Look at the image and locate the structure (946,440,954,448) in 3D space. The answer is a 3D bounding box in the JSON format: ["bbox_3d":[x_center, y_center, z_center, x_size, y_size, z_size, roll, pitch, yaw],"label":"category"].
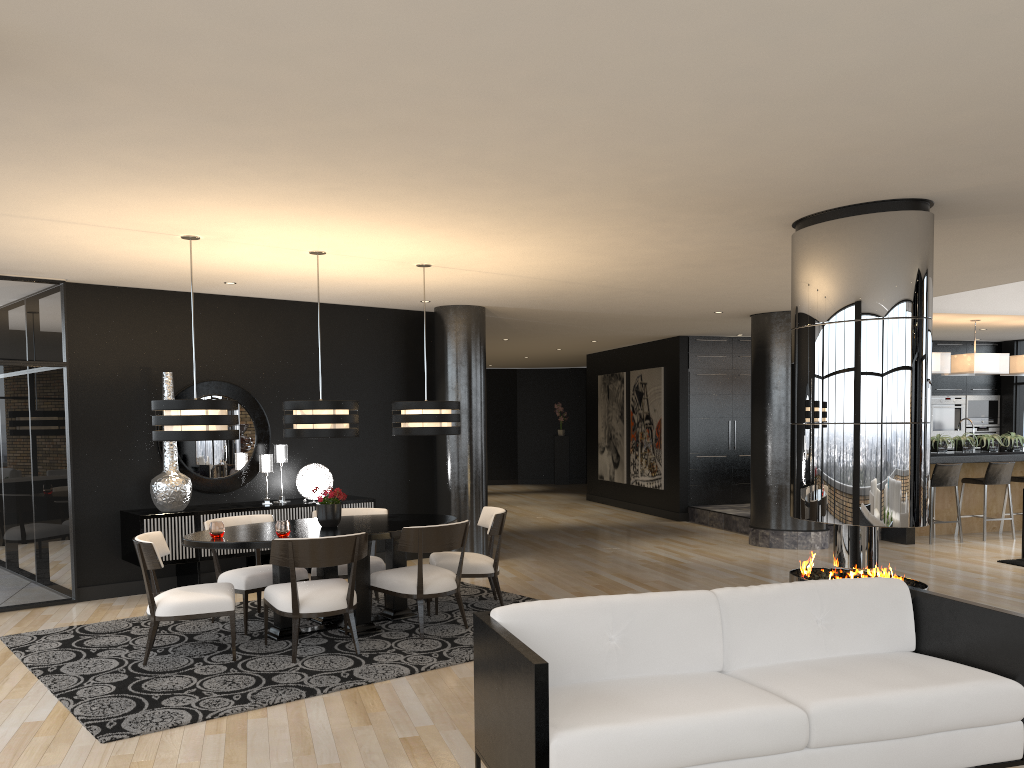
[{"bbox_3d":[7.071,1.267,14.371,0.701,0.709,0.085,-1,3,-16],"label":"structure"}]

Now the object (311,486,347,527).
[{"bbox_3d":[-1.321,0.887,6.412,0.237,0.299,0.228,-1,1,-37],"label":"object"}]

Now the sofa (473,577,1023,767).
[{"bbox_3d":[0.938,1.260,3.499,2.031,0.806,0.837,0,0,-16],"label":"sofa"}]

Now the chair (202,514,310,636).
[{"bbox_3d":[-1.949,1.420,6.672,0.616,0.808,0.641,0,1,37],"label":"chair"}]

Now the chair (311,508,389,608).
[{"bbox_3d":[-1.302,1.432,7.140,0.642,0.809,0.615,-1,1,-11],"label":"chair"}]

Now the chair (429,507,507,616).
[{"bbox_3d":[-0.343,1.422,7.153,0.616,0.808,0.641,-1,1,-10],"label":"chair"}]

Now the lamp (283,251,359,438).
[{"bbox_3d":[-1.379,-0.280,6.330,0.534,1.333,0.535,-3,3,-40],"label":"lamp"}]

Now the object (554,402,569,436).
[{"bbox_3d":[1.156,0.820,20.684,0.338,0.789,0.227,0,3,12],"label":"object"}]

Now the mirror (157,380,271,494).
[{"bbox_3d":[-2.782,0.499,8.305,1.075,1.081,0.025,-1,3,-39],"label":"mirror"}]

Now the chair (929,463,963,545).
[{"bbox_3d":[5.116,1.430,10.693,0.475,0.967,0.517,-1,2,-16],"label":"chair"}]

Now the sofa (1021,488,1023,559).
[{"bbox_3d":[6.494,1.434,9.232,2.031,0.806,0.837,0,0,-16],"label":"sofa"}]

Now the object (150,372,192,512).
[{"bbox_3d":[-2.983,0.504,7.695,0.343,1.213,0.342,-2,3,-30],"label":"object"}]

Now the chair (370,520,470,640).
[{"bbox_3d":[-0.648,1.395,6.402,0.616,0.808,0.641,0,2,44],"label":"chair"}]

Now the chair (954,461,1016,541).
[{"bbox_3d":[5.870,1.431,10.916,0.475,0.967,0.517,-1,2,-16],"label":"chair"}]

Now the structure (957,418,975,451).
[{"bbox_3d":[5.897,0.960,11.685,2.775,1.022,0.654,0,1,-17],"label":"structure"}]

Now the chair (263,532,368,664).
[{"bbox_3d":[-1.301,1.379,5.836,0.642,0.808,0.615,-1,1,-29],"label":"chair"}]

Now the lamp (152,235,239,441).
[{"bbox_3d":[-2.081,-0.296,5.771,0.534,1.333,0.535,-3,3,-40],"label":"lamp"}]

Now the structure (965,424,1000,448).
[{"bbox_3d":[7.751,0.891,14.544,0.678,0.447,0.070,0,3,-16],"label":"structure"}]

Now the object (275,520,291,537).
[{"bbox_3d":[-1.518,0.961,5.852,0.095,0.106,0.095,-1,1,-28],"label":"object"}]

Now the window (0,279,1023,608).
[{"bbox_3d":[3.884,-0.667,6.027,15.877,4.797,10.123,0,-2,-30],"label":"window"}]

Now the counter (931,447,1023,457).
[{"bbox_3d":[5.981,0.875,11.399,3.113,0.032,1.179,0,-2,-16],"label":"counter"}]

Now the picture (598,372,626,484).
[{"bbox_3d":[1.757,0.763,15.382,0.077,1.879,1.152,-2,2,-17],"label":"picture"}]

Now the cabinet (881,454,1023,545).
[{"bbox_3d":[5.986,1.411,11.429,3.113,1.041,1.178,0,0,-16],"label":"cabinet"}]

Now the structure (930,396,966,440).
[{"bbox_3d":[7.063,0.544,14.331,0.701,0.709,0.085,-1,3,-16],"label":"structure"}]

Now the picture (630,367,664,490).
[{"bbox_3d":[2.157,0.704,14.036,0.077,1.879,1.152,-2,2,-17],"label":"picture"}]

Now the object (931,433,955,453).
[{"bbox_3d":[5.221,0.727,10.901,0.406,0.240,0.397,-1,-1,8],"label":"object"}]

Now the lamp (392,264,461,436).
[{"bbox_3d":[-0.677,-0.265,6.890,0.534,1.333,0.535,-3,3,-40],"label":"lamp"}]

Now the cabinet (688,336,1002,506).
[{"bbox_3d":[5.254,0.576,14.137,5.725,2.535,0.726,0,2,-16],"label":"cabinet"}]

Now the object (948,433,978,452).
[{"bbox_3d":[5.622,0.727,10.993,0.397,0.240,0.406,-1,-1,8],"label":"object"}]

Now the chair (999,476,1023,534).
[{"bbox_3d":[6.541,1.432,11.115,0.475,0.967,0.517,-1,2,-16],"label":"chair"}]

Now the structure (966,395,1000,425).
[{"bbox_3d":[7.746,0.426,14.518,0.676,0.476,0.026,0,3,-16],"label":"structure"}]

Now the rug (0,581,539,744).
[{"bbox_3d":[-1.374,1.802,6.452,3.718,0.011,2.717,1,-3,-39],"label":"rug"}]

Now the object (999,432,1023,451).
[{"bbox_3d":[6.406,0.727,11.201,0.406,0.240,0.397,-1,-1,8],"label":"object"}]

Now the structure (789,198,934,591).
[{"bbox_3d":[2.109,0.356,5.396,0.586,2.751,0.890,-2,3,-29],"label":"structure"}]

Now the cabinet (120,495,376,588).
[{"bbox_3d":[-2.402,1.509,8.289,2.235,0.769,0.610,1,0,-39],"label":"cabinet"}]

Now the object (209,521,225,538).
[{"bbox_3d":[-1.953,0.965,5.842,0.095,0.106,0.095,0,1,17],"label":"object"}]

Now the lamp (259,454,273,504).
[{"bbox_3d":[-2.312,0.894,8.315,0.124,0.467,0.132,-1,3,-17],"label":"lamp"}]

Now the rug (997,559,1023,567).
[{"bbox_3d":[6.836,1.792,8.377,3.032,0.011,2.480,0,-2,-16],"label":"rug"}]

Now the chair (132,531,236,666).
[{"bbox_3d":[-2.137,1.385,5.780,0.616,0.808,0.641,-1,1,-18],"label":"chair"}]

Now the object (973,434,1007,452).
[{"bbox_3d":[6.045,0.737,11.093,0.406,0.217,0.397,-1,-1,8],"label":"object"}]

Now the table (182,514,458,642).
[{"bbox_3d":[-1.320,1.422,6.459,2.104,0.771,1.208,1,-1,-37],"label":"table"}]

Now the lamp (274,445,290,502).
[{"bbox_3d":[-2.213,0.857,8.469,0.132,0.552,0.124,0,3,13],"label":"lamp"}]
